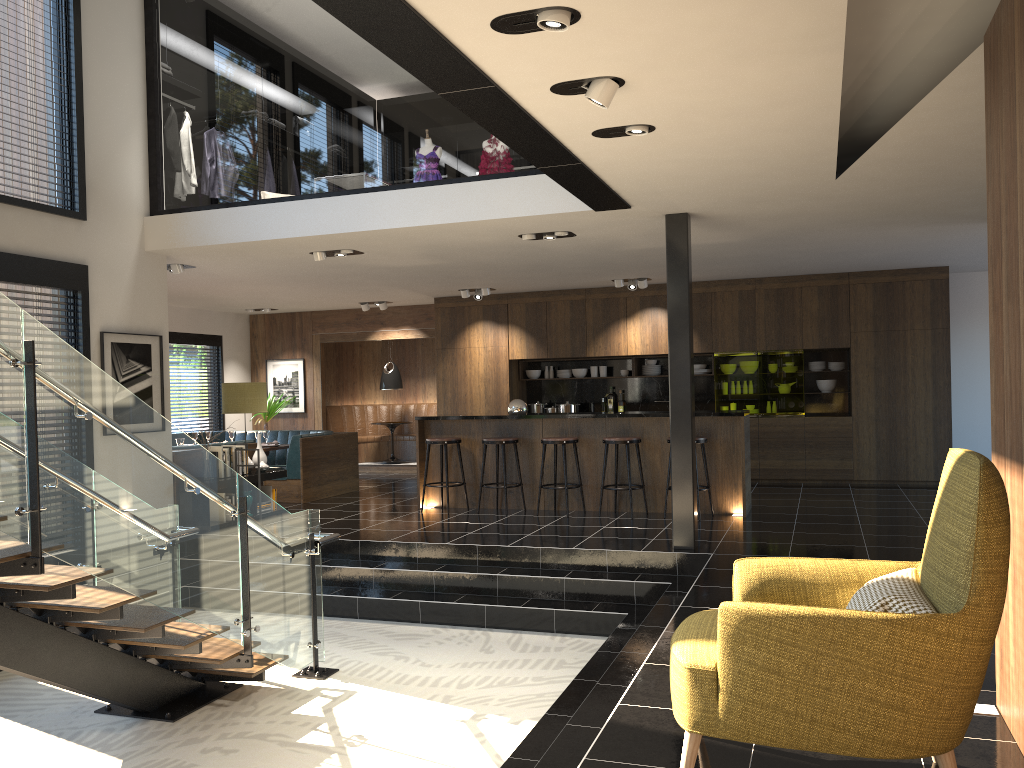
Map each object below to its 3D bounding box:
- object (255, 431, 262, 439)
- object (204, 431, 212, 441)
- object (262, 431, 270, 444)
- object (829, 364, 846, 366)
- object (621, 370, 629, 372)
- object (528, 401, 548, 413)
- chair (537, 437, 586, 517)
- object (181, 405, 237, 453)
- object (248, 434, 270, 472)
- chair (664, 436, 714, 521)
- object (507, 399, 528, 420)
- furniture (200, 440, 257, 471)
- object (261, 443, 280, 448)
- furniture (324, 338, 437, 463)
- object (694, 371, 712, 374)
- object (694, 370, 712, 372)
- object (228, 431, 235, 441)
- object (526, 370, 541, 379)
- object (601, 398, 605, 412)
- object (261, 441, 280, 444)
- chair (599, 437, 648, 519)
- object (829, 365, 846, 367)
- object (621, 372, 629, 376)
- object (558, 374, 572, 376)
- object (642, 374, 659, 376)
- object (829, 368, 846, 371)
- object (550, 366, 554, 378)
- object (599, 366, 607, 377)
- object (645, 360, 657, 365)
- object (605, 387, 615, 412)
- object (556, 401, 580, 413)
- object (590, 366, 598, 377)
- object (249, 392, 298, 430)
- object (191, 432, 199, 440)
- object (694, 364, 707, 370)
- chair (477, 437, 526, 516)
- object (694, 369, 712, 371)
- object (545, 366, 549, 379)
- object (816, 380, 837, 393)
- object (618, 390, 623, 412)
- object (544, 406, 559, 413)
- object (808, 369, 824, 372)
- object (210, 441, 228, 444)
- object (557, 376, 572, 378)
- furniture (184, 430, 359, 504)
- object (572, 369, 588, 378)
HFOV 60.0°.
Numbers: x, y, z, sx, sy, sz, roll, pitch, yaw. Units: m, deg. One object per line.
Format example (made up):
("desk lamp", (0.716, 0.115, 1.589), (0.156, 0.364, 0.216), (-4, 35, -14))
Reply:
("object", (-3.208, 0.699, 11.227), (0.098, 0.192, 0.098), (-1, 0, 17))
("object", (-4.018, 0.721, 11.730), (0.098, 0.192, 0.098), (-1, 0, 17))
("object", (-3.166, 0.699, 11.431), (0.098, 0.192, 0.098), (-1, 0, 17))
("object", (4.343, -0.241, 11.851), (0.220, 0.033, 0.220), (-1, 0, 3))
("object", (1.629, -0.167, 12.811), (0.122, 0.072, 0.122), (-1, 0, 45))
("object", (0.387, 0.359, 13.125), (0.255, 0.218, 0.236), (-1, 0, -23))
("chair", (0.506, 0.962, 9.261), (0.412, 0.799, 0.412), (-1, 0, 29))
("object", (-2.980, 0.574, 8.745), (0.607, 0.744, 0.406), (-1, 0, -21))
("object", (-2.769, 0.747, 9.578), (0.319, 0.398, 0.316), (-1, 0, -5))
("chair", (1.752, 0.930, 8.825), (0.412, 0.799, 0.412), (-1, 0, 29))
("object", (0.063, 0.278, 9.680), (0.227, 0.228, 0.227), (-1, 0, -20))
("furniture", (-4.270, 1.063, 9.675), (2.609, 0.822, 1.365), (-1, 0, 19))
("object", (-3.049, 0.766, 11.187), (0.269, 0.051, 0.324), (-1, 0, 23))
("furniture", (-1.844, 0.143, 15.080), (2.639, 2.335, 1.174), (-1, 0, 19))
("object", (2.614, -0.152, 12.469), (0.438, 0.039, 0.438), (-1, 0, -35))
("object", (2.614, -0.164, 12.469), (0.438, 0.039, 0.438), (-1, 0, -35))
("object", (-3.669, 0.712, 11.612), (0.098, 0.192, 0.098), (-1, 0, 17))
("object", (0.323, -0.137, 13.268), (0.234, 0.138, 0.234), (-1, 0, 22))
("object", (1.337, 0.348, 13.006), (0.058, 0.287, 0.057), (-1, 1, 32))
("object", (-3.180, 0.771, 11.593), (0.324, 0.051, 0.269), (-1, 0, 23))
("chair", (1.129, 0.946, 9.043), (0.412, 0.799, 0.412), (-1, 0, 29))
("object", (4.343, -0.228, 11.851), (0.220, 0.033, 0.220), (-1, 0, 3))
("object", (1.630, -0.142, 12.811), (0.122, 0.072, 0.122), (-1, 0, 45))
("object", (0.775, -0.122, 13.101), (0.220, 0.033, 0.220), (-1, 0, 16))
("object", (2.008, -0.129, 12.754), (0.269, 0.024, 0.269), (-1, 0, -32))
("object", (4.344, -0.193, 11.852), (0.220, 0.033, 0.220), (-1, 0, 3))
("object", (0.588, -0.174, 13.174), (0.060, 0.185, 0.060), (-1, 0, -12))
("object", (1.327, -0.179, 12.892), (0.109, 0.161, 0.109), (-1, 0, 32))
("object", (2.000, -0.299, 12.753), (0.168, 0.087, 0.168), (-1, 0, 39))
("object", (1.431, 0.263, 12.976), (0.133, 0.451, 0.116), (-1, 1, 19))
("object", (0.804, 0.357, 12.760), (0.300, 0.218, 0.278), (-1, 0, -38))
("object", (1.200, -0.176, 12.936), (0.109, 0.161, 0.109), (-1, 0, 2))
("object", (-3.903, 0.789, 14.518), (0.818, 1.382, 0.955), (-2, 0, -23))
("object", (-4.110, 0.722, 11.495), (0.098, 0.192, 0.098), (-1, 0, 17))
("object", (2.610, -0.226, 12.471), (0.254, 0.088, 0.254), (-2, 0, 45))
("chair", (-0.117, 0.978, 9.479), (0.412, 0.799, 0.412), (-1, 0, 29))
("object", (2.613, -0.179, 12.469), (0.438, 0.039, 0.438), (-1, 0, -35))
("object", (0.517, -0.172, 13.199), (0.060, 0.185, 0.060), (-2, 1, -39))
("object", (4.226, 0.031, 11.907), (0.264, 0.170, 0.264), (-1, 0, -6))
("object", (1.584, 0.287, 12.931), (0.077, 0.395, 0.077), (-2, 1, -29))
("object", (0.599, 0.391, 12.954), (0.210, 0.143, 0.195), (-1, 0, -23))
("object", (4.104, -0.187, 11.936), (0.220, 0.033, 0.220), (-2, 0, 29))
("object", (-3.913, 0.789, 11.839), (0.324, 0.051, 0.269), (-1, 0, 23))
("object", (0.776, -0.097, 13.101), (0.220, 0.033, 0.220), (-1, 0, 16))
("furniture", (-3.518, 1.054, 11.705), (2.609, 0.822, 1.365), (-1, 0, 19))
("object", (0.997, -0.153, 13.032), (0.234, 0.138, 0.234), (-1, 0, 39))
